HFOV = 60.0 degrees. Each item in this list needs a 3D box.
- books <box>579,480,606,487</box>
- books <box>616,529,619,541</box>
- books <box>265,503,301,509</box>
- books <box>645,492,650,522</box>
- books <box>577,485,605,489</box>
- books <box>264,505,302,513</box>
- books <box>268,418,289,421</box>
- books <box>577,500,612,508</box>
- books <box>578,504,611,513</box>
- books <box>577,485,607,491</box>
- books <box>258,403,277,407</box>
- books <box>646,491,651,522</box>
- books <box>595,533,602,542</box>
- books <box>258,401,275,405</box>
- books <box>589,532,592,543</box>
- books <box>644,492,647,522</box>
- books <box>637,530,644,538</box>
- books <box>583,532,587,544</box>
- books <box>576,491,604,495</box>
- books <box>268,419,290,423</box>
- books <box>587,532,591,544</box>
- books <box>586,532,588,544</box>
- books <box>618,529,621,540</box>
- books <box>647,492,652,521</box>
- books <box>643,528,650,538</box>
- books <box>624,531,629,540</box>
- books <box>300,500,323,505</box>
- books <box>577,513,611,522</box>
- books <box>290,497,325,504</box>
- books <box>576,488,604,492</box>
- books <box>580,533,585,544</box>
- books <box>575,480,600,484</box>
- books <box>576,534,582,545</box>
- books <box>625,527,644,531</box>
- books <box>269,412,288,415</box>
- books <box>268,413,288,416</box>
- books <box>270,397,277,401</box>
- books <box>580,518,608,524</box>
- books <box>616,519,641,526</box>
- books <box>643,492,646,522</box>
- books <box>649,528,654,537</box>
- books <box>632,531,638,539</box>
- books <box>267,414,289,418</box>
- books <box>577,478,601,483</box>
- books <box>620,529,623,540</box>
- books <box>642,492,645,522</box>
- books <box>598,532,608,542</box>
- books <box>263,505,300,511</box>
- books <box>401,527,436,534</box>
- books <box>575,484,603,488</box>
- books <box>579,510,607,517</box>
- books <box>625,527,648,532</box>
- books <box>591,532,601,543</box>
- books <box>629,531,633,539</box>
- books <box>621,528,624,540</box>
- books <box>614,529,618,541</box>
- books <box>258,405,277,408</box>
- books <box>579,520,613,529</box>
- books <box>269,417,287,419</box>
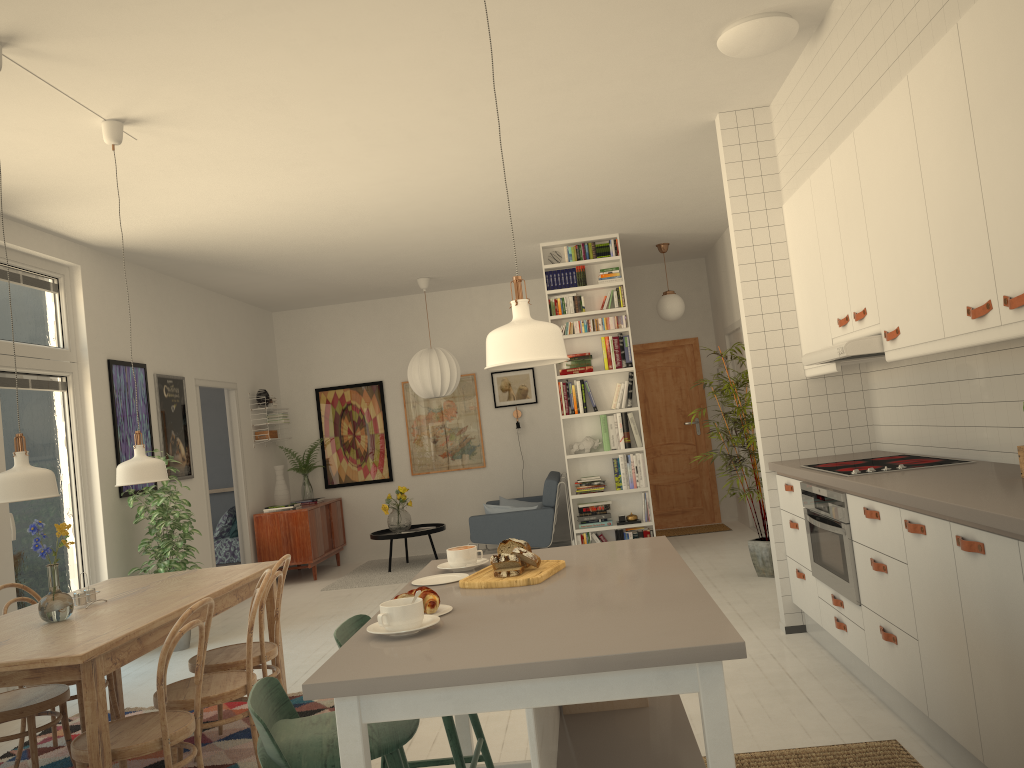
[{"bbox_3d":[0.724,0.890,7.962,0.235,0.025,0.163,-7,-3,10],"label":"books"},{"bbox_3d":[0.949,1.392,7.922,0.015,0.214,0.202,-7,-3,4],"label":"books"},{"bbox_3d":[-2.285,1.217,8.845,0.311,0.015,0.192,-7,-3,7],"label":"books"},{"bbox_3d":[1.207,1.090,7.921,0.008,0.257,0.184,-7,-3,4],"label":"books"},{"bbox_3d":[0.705,0.921,7.958,0.250,0.008,0.135,-7,-3,0],"label":"books"},{"bbox_3d":[-2.283,1.249,8.844,0.320,0.020,0.237,-7,-3,0],"label":"books"},{"bbox_3d":[-2.535,0.384,9.604,0.168,0.021,0.197,-7,-3,6],"label":"books"},{"bbox_3d":[0.736,1.073,7.965,0.297,0.024,0.162,-6,-3,-5],"label":"books"},{"bbox_3d":[0.735,1.110,7.949,0.285,0.047,0.185,-7,-3,4],"label":"books"},{"bbox_3d":[0.728,0.931,7.975,0.255,0.014,0.197,-7,-3,14],"label":"books"},{"bbox_3d":[-2.563,0.220,9.316,0.158,0.019,0.131,-7,-3,6],"label":"books"},{"bbox_3d":[1.213,1.089,7.908,0.007,0.257,0.180,-7,-3,4],"label":"books"},{"bbox_3d":[0.811,1.419,7.915,0.118,0.192,0.118,-7,-3,4],"label":"books"},{"bbox_3d":[-2.576,0.200,9.312,0.155,0.024,0.136,-6,-3,-3],"label":"books"},{"bbox_3d":[0.708,1.422,7.927,0.010,0.215,0.193,-7,-3,4],"label":"books"},{"bbox_3d":[1.187,1.093,7.895,0.033,0.258,0.130,-7,-3,4],"label":"books"},{"bbox_3d":[1.151,1.392,7.923,0.050,0.170,0.221,-7,-3,4],"label":"books"},{"bbox_3d":[0.661,1.430,7.930,0.020,0.211,0.184,-7,-3,4],"label":"books"},{"bbox_3d":[0.700,0.969,7.944,0.247,0.009,0.170,-7,-3,7],"label":"books"},{"bbox_3d":[-2.526,0.412,9.610,0.179,0.038,0.190,-7,-3,3],"label":"books"},{"bbox_3d":[0.694,1.424,7.943,0.021,0.215,0.174,-7,-3,4],"label":"books"},{"bbox_3d":[0.677,1.430,7.943,0.012,0.206,0.193,-7,-3,4],"label":"books"},{"bbox_3d":[0.962,1.390,7.908,0.015,0.214,0.202,-7,-3,4],"label":"books"},{"bbox_3d":[1.221,1.088,7.899,0.011,0.256,0.139,-7,-3,4],"label":"books"},{"bbox_3d":[1.201,1.380,7.900,0.056,0.180,0.202,-7,-3,4],"label":"books"},{"bbox_3d":[1.025,1.402,7.923,0.044,0.179,0.224,-7,-3,4],"label":"books"},{"bbox_3d":[-2.222,1.272,9.458,0.371,0.022,0.259,-7,-3,4],"label":"books"},{"bbox_3d":[0.732,1.190,7.944,0.297,0.039,0.165,-7,-3,-1],"label":"books"},{"bbox_3d":[-2.210,1.250,9.464,0.368,0.020,0.254,-7,-3,6],"label":"books"},{"bbox_3d":[0.703,0.944,7.950,0.248,0.009,0.171,-7,-3,7],"label":"books"},{"bbox_3d":[0.637,1.436,7.936,0.026,0.206,0.187,-7,-3,4],"label":"books"},{"bbox_3d":[0.679,0.877,7.959,0.221,0.010,0.169,-7,-3,7],"label":"books"},{"bbox_3d":[0.605,1.445,7.942,0.039,0.199,0.185,-7,-3,4],"label":"books"},{"bbox_3d":[1.092,1.288,7.894,0.165,0.006,0.103,-7,-3,4],"label":"books"},{"bbox_3d":[-2.531,0.319,9.613,0.147,0.016,0.195,-7,-3,1],"label":"books"},{"bbox_3d":[-2.535,0.334,9.614,0.153,0.013,0.197,-7,-3,6],"label":"books"},{"bbox_3d":[-2.568,0.168,9.307,0.178,0.036,0.145,-6,-3,-3],"label":"books"},{"bbox_3d":[0.729,1.223,7.958,0.241,0.024,0.168,-7,-3,-1],"label":"books"},{"bbox_3d":[1.036,1.226,7.868,0.214,0.023,0.130,-7,-3,4],"label":"books"},{"bbox_3d":[1.180,1.095,7.931,0.030,0.256,0.198,-7,-3,4],"label":"books"},{"bbox_3d":[1.246,1.377,7.915,0.032,0.176,0.230,-7,-3,4],"label":"books"},{"bbox_3d":[1.101,1.400,7.912,0.048,0.163,0.209,-7,-3,4],"label":"books"},{"bbox_3d":[-2.536,0.351,9.607,0.173,0.023,0.190,-7,-3,3],"label":"books"},{"bbox_3d":[0.691,0.862,7.967,0.212,0.017,0.165,-7,-3,1],"label":"books"},{"bbox_3d":[0.978,1.388,7.914,0.015,0.214,0.202,-7,-3,4],"label":"books"},{"bbox_3d":[1.170,1.096,7.929,0.034,0.257,0.209,-7,-3,4],"label":"books"},{"bbox_3d":[0.844,1.419,7.919,0.131,0.188,0.136,-7,-3,4],"label":"books"},{"bbox_3d":[-2.294,1.233,8.845,0.296,0.015,0.240,-7,-3,3],"label":"books"},{"bbox_3d":[-0.928,1.461,8.832,0.200,0.031,0.289,-9,-4,38],"label":"books"},{"bbox_3d":[0.687,0.913,7.942,0.238,0.012,0.120,-7,-3,-1],"label":"books"},{"bbox_3d":[0.722,1.155,7.946,0.247,0.039,0.143,-7,-3,1],"label":"books"},{"bbox_3d":[1.107,1.296,7.911,0.193,0.012,0.130,-7,-3,4],"label":"books"},{"bbox_3d":[0.781,1.419,7.924,0.135,0.200,0.134,-7,-3,4],"label":"books"},{"bbox_3d":[1.061,1.399,7.915,0.032,0.176,0.222,-7,-3,4],"label":"books"},{"bbox_3d":[0.993,1.387,7.919,0.015,0.214,0.202,-7,-3,4],"label":"books"},{"bbox_3d":[0.933,1.394,7.915,0.015,0.214,0.202,-7,-3,4],"label":"books"},{"bbox_3d":[-2.568,0.245,9.314,0.159,0.028,0.146,-7,-3,1],"label":"books"},{"bbox_3d":[0.756,1.254,7.954,0.297,0.039,0.204,-7,-3,9],"label":"books"},{"bbox_3d":[-2.536,0.368,9.621,0.147,0.012,0.195,-7,-3,1],"label":"books"}]
